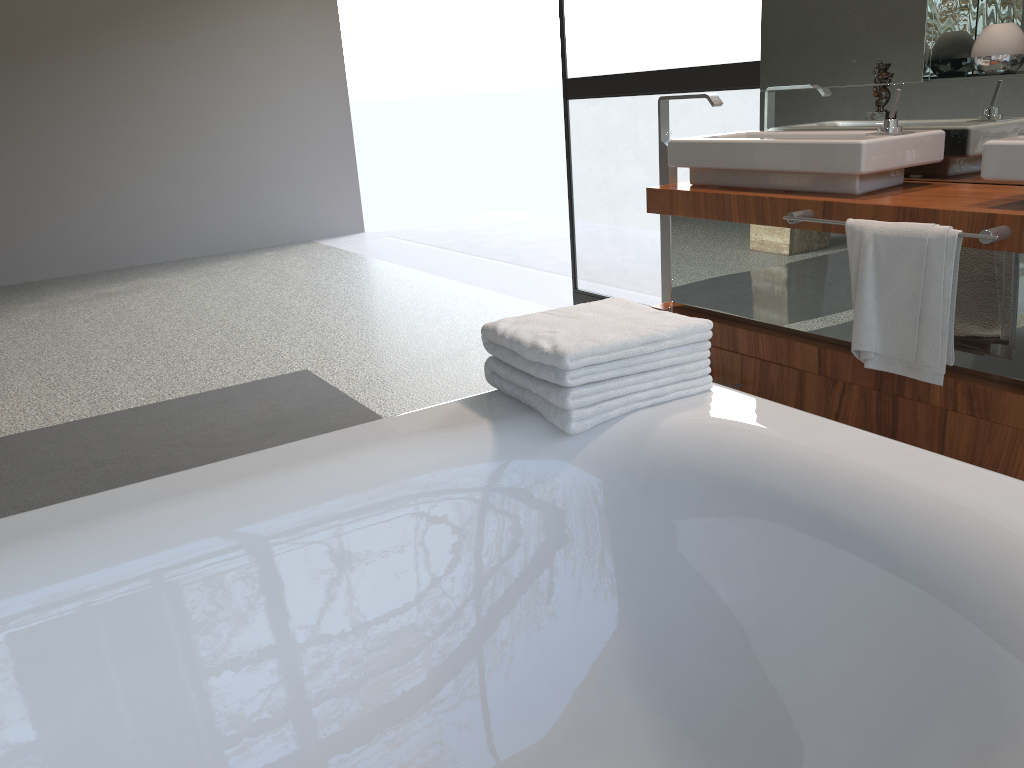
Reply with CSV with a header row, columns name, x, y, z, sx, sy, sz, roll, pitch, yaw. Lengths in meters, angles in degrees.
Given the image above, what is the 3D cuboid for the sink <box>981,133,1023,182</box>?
name,x,y,z,sx,sy,sz,roll,pitch,yaw
sink,1.410,-0.488,1.788,0.352,0.265,0.751,-14,21,-29

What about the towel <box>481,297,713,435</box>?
name,x,y,z,sx,sy,sz,roll,pitch,yaw
towel,0.147,-0.048,1.616,0.322,0.144,0.306,-13,20,-26

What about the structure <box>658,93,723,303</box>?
name,x,y,z,sx,sy,sz,roll,pitch,yaw
structure,0.615,-0.495,3.104,0.069,0.986,0.304,-14,20,-29

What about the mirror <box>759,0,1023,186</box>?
name,x,y,z,sx,sy,sz,roll,pitch,yaw
mirror,1.373,-1.312,2.182,0.253,1.613,1.793,-14,20,-29

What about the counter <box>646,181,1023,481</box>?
name,x,y,z,sx,sy,sz,roll,pitch,yaw
counter,1.111,-0.142,2.358,0.525,0.702,1.852,-14,21,-29

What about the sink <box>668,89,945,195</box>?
name,x,y,z,sx,sy,sz,roll,pitch,yaw
sink,0.848,-0.731,2.659,0.352,0.265,0.751,-14,21,-29

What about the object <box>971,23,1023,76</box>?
name,x,y,z,sx,sy,sz,roll,pitch,yaw
object,1.325,-0.909,2.411,0.136,0.130,0.136,-1,18,11

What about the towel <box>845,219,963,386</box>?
name,x,y,z,sx,sy,sz,roll,pitch,yaw
towel,0.912,-0.203,2.120,0.079,0.367,0.303,-14,20,-29

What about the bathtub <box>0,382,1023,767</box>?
name,x,y,z,sx,sy,sz,roll,pitch,yaw
bathtub,-0.223,0.544,0.883,1.960,0.503,1.330,-15,21,-29
